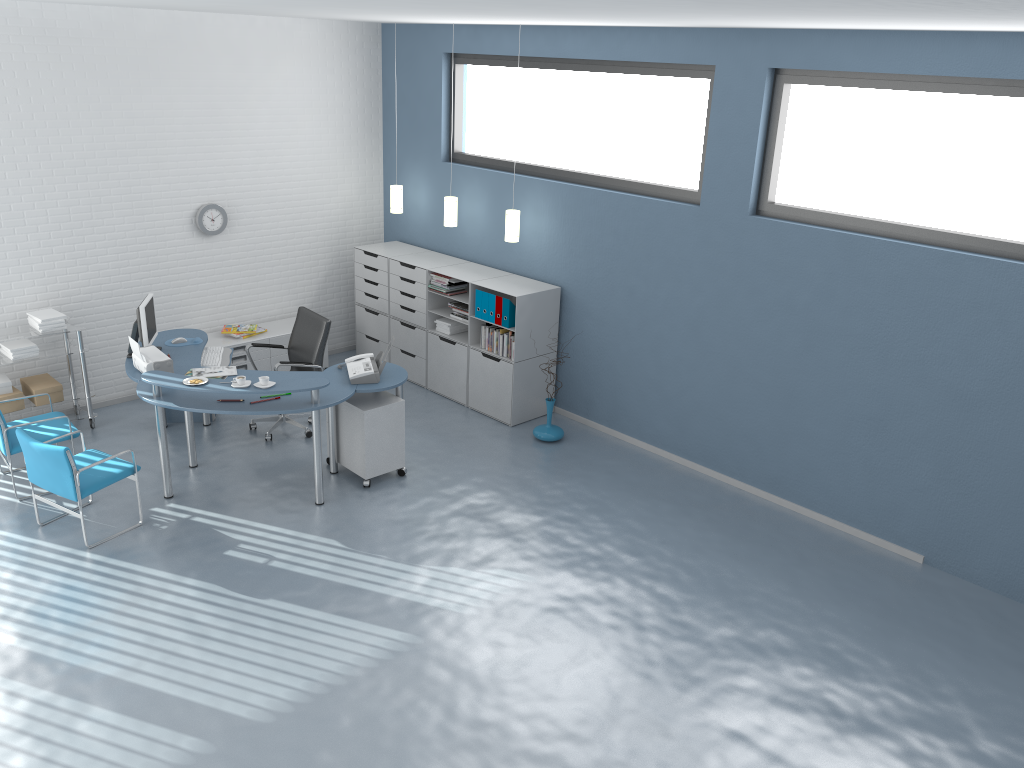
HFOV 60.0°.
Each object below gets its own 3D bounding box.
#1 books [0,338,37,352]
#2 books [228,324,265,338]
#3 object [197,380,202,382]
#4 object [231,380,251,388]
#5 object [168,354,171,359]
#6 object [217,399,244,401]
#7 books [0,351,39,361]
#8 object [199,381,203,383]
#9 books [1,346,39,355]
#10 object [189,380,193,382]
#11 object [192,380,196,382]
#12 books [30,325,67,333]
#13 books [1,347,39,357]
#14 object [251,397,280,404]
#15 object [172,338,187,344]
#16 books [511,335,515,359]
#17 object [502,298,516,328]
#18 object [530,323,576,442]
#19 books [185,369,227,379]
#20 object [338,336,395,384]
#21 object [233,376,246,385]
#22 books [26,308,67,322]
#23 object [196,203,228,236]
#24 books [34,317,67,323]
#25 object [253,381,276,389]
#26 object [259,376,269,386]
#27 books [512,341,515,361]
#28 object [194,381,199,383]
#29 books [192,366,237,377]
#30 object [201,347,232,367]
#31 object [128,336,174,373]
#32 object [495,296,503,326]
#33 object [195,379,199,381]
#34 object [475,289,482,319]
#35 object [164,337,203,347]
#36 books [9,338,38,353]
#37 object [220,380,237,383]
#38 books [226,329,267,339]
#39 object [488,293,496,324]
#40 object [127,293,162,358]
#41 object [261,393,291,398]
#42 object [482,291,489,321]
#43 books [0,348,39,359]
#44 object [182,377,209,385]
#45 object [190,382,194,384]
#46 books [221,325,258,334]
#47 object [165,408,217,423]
[{"bbox_3d":[-3.791,-0.305,6.792,0.270,0.015,0.190,20,27,39],"label":"books"},{"bbox_3d":[-2.446,-0.486,8.106,0.210,0.020,0.300,19,26,37],"label":"books"},{"bbox_3d":[-2.037,-0.021,5.782,0.027,0.005,0.025,17,25,34],"label":"object"},{"bbox_3d":[-1.759,0.002,5.762,0.119,0.016,0.119,0,21,-7],"label":"object"},{"bbox_3d":[-2.546,-0.194,6.598,0.013,0.013,0.178,-8,23,-25],"label":"object"},{"bbox_3d":[-1.862,0.109,5.868,0.178,0.013,0.013,0,21,-6],"label":"object"},{"bbox_3d":[-3.793,-0.240,6.831,0.270,0.015,0.190,21,28,41],"label":"books"},{"bbox_3d":[-2.025,-0.014,5.777,0.025,0.005,0.027,16,24,32],"label":"object"},{"bbox_3d":[-3.784,-0.283,6.819,0.270,0.015,0.190,21,28,41],"label":"books"},{"bbox_3d":[-2.089,-0.019,5.783,0.027,0.005,0.025,1,21,-3],"label":"object"},{"bbox_3d":[-2.070,-0.018,5.770,0.025,0.005,0.027,-14,26,-37],"label":"object"},{"bbox_3d":[-3.614,-0.452,6.912,0.190,0.015,0.270,-17,28,-41],"label":"books"},{"bbox_3d":[-3.788,-0.271,6.828,0.190,0.015,0.270,-17,28,-41],"label":"books"},{"bbox_3d":[-1.639,0.108,5.900,0.200,0.010,0.011,-12,25,-33],"label":"object"},{"bbox_3d":[-2.607,-0.344,6.950,0.115,0.035,0.054,-11,25,-32],"label":"object"},{"bbox_3d":[0.056,-0.317,7.432,0.157,0.203,0.032,-17,28,-41],"label":"books"},{"bbox_3d":[0.012,-0.606,7.377,0.181,0.247,0.082,-17,28,-41],"label":"object"},{"bbox_3d":[0.346,0.007,7.177,0.357,0.972,0.312,10,22,19],"label":"object"},{"bbox_3d":[-2.171,-0.067,6.315,0.300,0.005,0.200,2,21,0],"label":"books"},{"bbox_3d":[-1.053,-0.204,6.409,0.399,0.280,0.405,-3,21,-14],"label":"object"},{"bbox_3d":[-1.764,-0.022,5.758,0.078,0.049,0.062,16,25,33],"label":"object"},{"bbox_3d":[-3.611,-0.536,6.881,0.270,0.015,0.190,19,26,37],"label":"books"},{"bbox_3d":[-2.650,-1.453,7.831,0.279,0.277,0.041,-17,28,-41],"label":"object"},{"bbox_3d":[-3.610,-0.527,6.899,0.190,0.015,0.270,-17,28,-41],"label":"books"},{"bbox_3d":[-1.610,0.005,5.772,0.119,0.016,0.119,11,22,22],"label":"object"},{"bbox_3d":[-1.612,-0.020,5.770,0.062,0.049,0.078,-6,22,-22],"label":"object"},{"bbox_3d":[0.070,-0.287,7.411,0.178,0.163,0.032,-17,28,-41],"label":"books"},{"bbox_3d":[-2.045,-0.011,5.754,0.025,0.005,0.027,12,23,23],"label":"object"},{"bbox_3d":[-2.133,-0.086,6.363,0.300,0.010,0.200,-5,22,-19],"label":"books"},{"bbox_3d":[-2.313,-0.208,6.835,0.276,0.028,0.478,-3,21,-13],"label":"object"},{"bbox_3d":[-2.553,-0.200,6.244,0.197,0.273,0.392,-14,26,-37],"label":"object"},{"bbox_3d":[-0.046,-0.629,7.433,0.181,0.247,0.082,-17,28,-41],"label":"object"},{"bbox_3d":[-2.063,-0.028,5.799,0.025,0.005,0.027,3,21,1],"label":"object"},{"bbox_3d":[-0.220,-0.699,7.599,0.181,0.247,0.082,-17,28,-41],"label":"object"},{"bbox_3d":[-2.585,-0.344,6.976,0.285,0.026,0.213,-10,24,-29],"label":"object"},{"bbox_3d":[-3.790,-0.299,6.818,0.190,0.015,0.270,-16,27,-40],"label":"books"},{"bbox_3d":[-1.851,-0.015,5.785,0.119,0.021,0.025,3,21,2],"label":"object"},{"bbox_3d":[-2.432,-0.476,8.136,0.210,0.020,0.300,14,23,28],"label":"books"},{"bbox_3d":[-0.104,-0.652,7.489,0.181,0.247,0.082,-17,28,-41],"label":"object"},{"bbox_3d":[-2.764,-0.426,6.618,0.212,0.417,0.365,-2,21,-11],"label":"object"},{"bbox_3d":[-1.592,0.077,5.988,0.200,0.010,0.011,-8,23,-25],"label":"object"},{"bbox_3d":[-0.162,-0.675,7.544,0.181,0.247,0.082,-17,28,-41],"label":"object"},{"bbox_3d":[-3.792,-0.254,6.826,0.270,0.015,0.190,19,26,38],"label":"books"},{"bbox_3d":[-2.061,-0.016,5.775,0.162,0.011,0.162,2,21,-2],"label":"object"},{"bbox_3d":[-2.077,-0.008,5.756,0.027,0.005,0.025,0,21,-7],"label":"object"},{"bbox_3d":[-2.477,-0.500,8.080,0.300,0.020,0.210,-1,21,-9],"label":"books"},{"bbox_3d":[-2.720,0.088,7.405,0.471,0.422,0.199,-1,21,-9],"label":"object"}]
